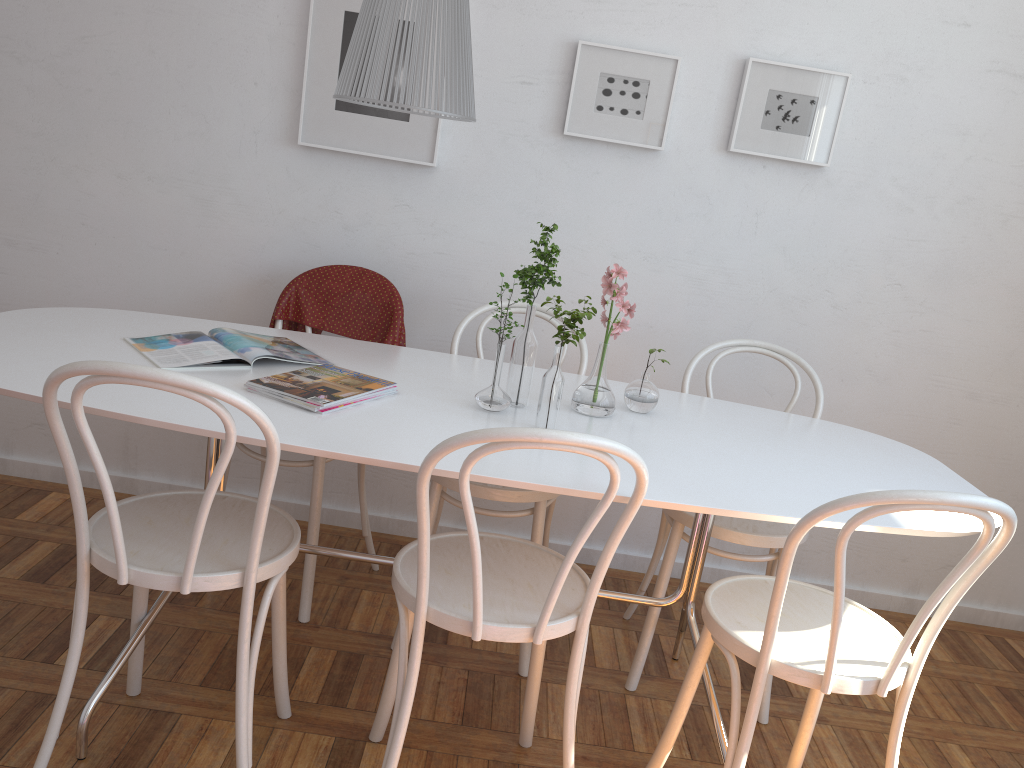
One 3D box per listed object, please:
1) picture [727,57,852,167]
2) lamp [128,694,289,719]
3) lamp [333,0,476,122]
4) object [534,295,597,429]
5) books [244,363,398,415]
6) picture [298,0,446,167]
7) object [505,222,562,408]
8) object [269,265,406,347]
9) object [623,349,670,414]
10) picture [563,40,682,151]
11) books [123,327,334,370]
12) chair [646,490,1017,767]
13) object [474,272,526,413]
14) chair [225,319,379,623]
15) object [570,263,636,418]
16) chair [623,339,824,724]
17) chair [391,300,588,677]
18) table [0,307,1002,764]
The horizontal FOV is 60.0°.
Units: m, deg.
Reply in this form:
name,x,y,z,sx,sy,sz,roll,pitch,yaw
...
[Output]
name,x,y,z,sx,sy,sz,roll,pitch,yaw
picture,0.843,-0.825,2.704,0.311,0.274,0.047,9,15,-1
lamp,0.458,0.718,0.070,0.332,1.352,4.572,0,16,-30
lamp,-0.102,-1.277,1.621,0.292,1.503,0.292,-6,21,-44
object,0.108,-0.040,1.842,0.098,0.295,0.146,18,17,31
books,-0.400,0.006,1.896,0.204,0.022,0.277,16,15,25
picture,-0.408,-0.962,2.696,0.431,0.526,0.050,9,15,-1
object,0.047,-0.151,1.981,0.111,0.421,0.106,6,15,-12
object,-0.525,-0.070,2.735,0.491,0.582,0.200,13,15,13
object,0.326,-0.009,2.157,0.087,0.152,0.112,15,15,21
picture,0.333,-0.876,2.702,0.311,0.274,0.047,9,15,-1
books,-0.661,-0.088,2.086,0.405,0.029,0.265,-3,18,-40
chair,0.974,0.768,0.202,0.448,1.348,3.677,5,15,-15
object,-0.022,-0.091,1.931,0.084,0.309,0.084,-6,21,-44
chair,-0.597,0.137,2.595,0.447,0.921,0.518,11,15,9
object,0.215,-0.101,2.042,0.108,0.350,0.110,0,17,-31
chair,0.617,0.367,2.461,0.447,0.921,0.518,10,15,4
chair,-0.031,0.255,2.488,0.448,0.921,0.518,9,15,-1
table,-0.155,0.410,2.100,2.289,0.773,0.927,9,14,-1
